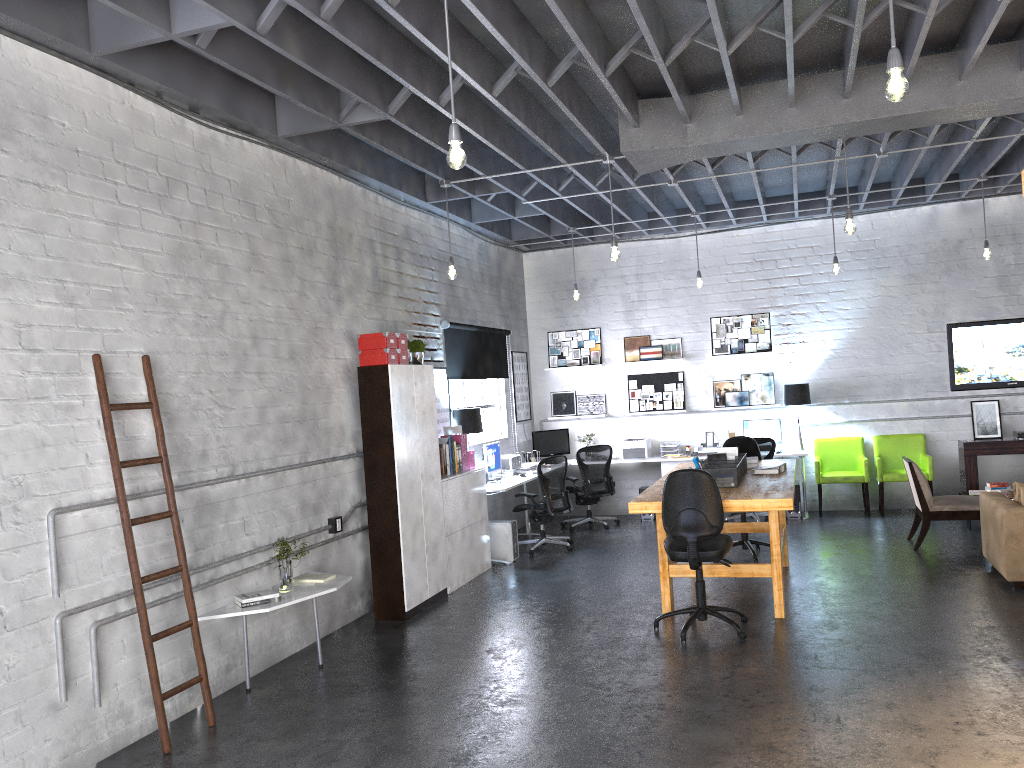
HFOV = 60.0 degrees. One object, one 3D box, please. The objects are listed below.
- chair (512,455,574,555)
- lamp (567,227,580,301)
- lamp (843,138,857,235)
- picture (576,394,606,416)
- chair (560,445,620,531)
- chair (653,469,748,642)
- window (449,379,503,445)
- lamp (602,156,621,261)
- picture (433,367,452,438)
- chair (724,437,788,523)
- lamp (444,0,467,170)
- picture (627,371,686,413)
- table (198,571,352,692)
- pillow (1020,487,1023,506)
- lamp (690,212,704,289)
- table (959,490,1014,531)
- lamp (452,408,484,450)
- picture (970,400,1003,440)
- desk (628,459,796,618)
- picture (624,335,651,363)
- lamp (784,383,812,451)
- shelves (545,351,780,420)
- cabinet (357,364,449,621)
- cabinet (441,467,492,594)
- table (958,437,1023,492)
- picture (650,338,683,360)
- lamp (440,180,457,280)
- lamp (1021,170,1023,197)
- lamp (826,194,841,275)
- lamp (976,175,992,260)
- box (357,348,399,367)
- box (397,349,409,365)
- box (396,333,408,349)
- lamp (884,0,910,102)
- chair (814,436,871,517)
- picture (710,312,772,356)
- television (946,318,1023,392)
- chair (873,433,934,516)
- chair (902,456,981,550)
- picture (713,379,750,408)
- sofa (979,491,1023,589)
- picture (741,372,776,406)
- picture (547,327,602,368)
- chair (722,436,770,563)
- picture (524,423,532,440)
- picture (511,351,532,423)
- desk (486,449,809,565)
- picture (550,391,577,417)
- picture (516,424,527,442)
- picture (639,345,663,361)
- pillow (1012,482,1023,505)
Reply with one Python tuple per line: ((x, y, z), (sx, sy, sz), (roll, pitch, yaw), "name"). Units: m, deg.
((0.308, 1.313, 9.804), (0.753, 1.031, 0.731), (-4, 0, 22), "chair")
((0.749, -1.440, 10.681), (0.104, 0.878, 0.104), (-4, 1, 18), "lamp")
((2.599, -1.594, 6.882), (0.104, 0.878, 0.104), (-4, 1, 18), "lamp")
((1.073, 0.280, 12.022), (0.410, 0.277, 0.036), (-4, 1, 18), "picture")
((0.927, 1.280, 11.134), (0.753, 1.031, 0.731), (-4, 0, 42), "chair")
((1.286, 1.153, 6.257), (0.659, 1.165, 0.686), (-4, 0, 16), "chair")
((-0.456, 0.076, 10.348), (0.030, 1.220, 1.821), (-4, 0, 18), "window")
((0.841, -1.470, 7.463), (0.104, 0.878, 0.104), (-4, 1, 18), "lamp")
((-0.755, 0.215, 9.111), (0.020, 0.780, 0.606), (-4, 0, 18), "picture")
((2.840, 1.146, 10.664), (0.731, 1.031, 0.753), (-4, 0, -13), "chair")
((-0.280, -1.419, 4.046), (0.104, 0.878, 0.104), (-3, 1, 36), "lamp")
((1.909, 0.108, 11.736), (0.749, 0.503, 0.058), (-4, 1, 18), "picture")
((-1.453, 1.654, 5.909), (0.517, 0.532, 1.335), (-4, 0, 18), "table")
((4.302, 0.966, 6.840), (0.704, 0.402, 0.291), (-4, 0, 18), "pillow")
((2.137, -1.538, 10.222), (0.104, 0.878, 0.104), (-4, 1, 18), "lamp")
((5.291, 1.337, 9.437), (0.873, 0.300, 0.872), (-4, 0, 22), "table")
((-0.453, 0.673, 9.280), (0.333, 0.832, 0.333), (-4, 0, -20), "lamp")
((5.621, 0.422, 10.504), (0.308, 0.457, 0.092), (-4, 1, 18), "picture")
((1.822, 1.245, 7.456), (1.115, 0.926, 2.831), (-4, 0, 18), "desk")
((1.670, -0.465, 11.805), (0.355, 0.343, 0.042), (-4, 1, 18), "picture")
((3.552, 0.413, 10.995), (0.333, 0.832, 0.333), (-4, 0, -20), "lamp")
((1.928, 0.036, 11.654), (3.025, 0.694, 0.199), (-4, 0, 18), "shelves")
((-0.902, 0.869, 7.506), (0.291, 2.047, 0.872), (-4, 0, 18), "cabinet")
((-0.637, 1.372, 8.526), (0.466, 1.021, 1.151), (-4, 0, 18), "cabinet")
((5.988, 1.035, 10.246), (1.410, 0.820, 0.403), (-4, 0, 18), "table")
((2.036, -0.457, 11.682), (0.410, 0.277, 0.036), (-4, 1, 18), "picture")
((-0.564, -1.371, 7.927), (0.104, 0.878, 0.104), (-4, 1, 18), "lamp")
((2.854, -1.475, 2.875), (2.130, 1.841, 0.366), (-4, 0, 18), "lamp")
((3.542, -1.637, 9.758), (0.104, 0.878, 0.104), (-4, 1, 18), "lamp")
((4.953, -1.736, 9.292), (0.104, 0.878, 0.104), (-4, 1, -28), "lamp")
((-1.081, -0.213, 7.187), (0.270, 0.131, 0.206), (-4, 0, 18), "box")
((-1.016, -0.216, 7.385), (0.270, 0.131, 0.206), (-4, 0, 18), "box")
((-1.026, -0.346, 7.384), (0.268, 0.133, 0.206), (-4, 0, 18), "box")
((1.477, -1.543, 3.466), (0.104, 0.878, 0.104), (-3, 1, 36), "lamp")
((4.025, 1.123, 10.832), (0.611, 0.920, 0.516), (-4, 0, 18), "chair")
((2.935, -0.635, 11.376), (0.749, 0.503, 0.058), (-4, 1, 18), "picture")
((5.856, -0.359, 10.418), (1.324, 0.816, 0.021), (-4, 1, 18), "television")
((4.683, 1.076, 10.614), (0.611, 0.920, 0.516), (-4, 0, 18), "chair")
((4.221, 1.132, 8.581), (0.725, 0.842, 0.574), (-4, 0, 18), "chair")
((2.826, 0.122, 11.432), (0.452, 0.345, 0.054), (-4, 1, 18), "picture")
((5.010, 1.173, 6.870), (2.331, 0.628, 1.104), (-4, 0, 18), "sofa")
((3.145, 0.068, 11.335), (0.410, 0.408, 0.047), (-4, 1, 18), "picture")
((0.851, -0.488, 12.064), (0.749, 0.503, 0.058), (-4, 1, 18), "picture")
((2.266, 1.104, 8.634), (0.659, 1.165, 0.686), (-4, 0, 16), "chair")
((0.234, 0.642, 12.004), (0.036, 0.221, 0.289), (-4, 0, 18), "picture")
((0.128, 0.033, 11.829), (0.020, 0.935, 0.658), (-4, 0, 18), "picture")
((1.549, 1.354, 10.189), (3.576, 0.785, 3.297), (-4, 0, 18), "desk")
((0.707, 0.273, 12.145), (0.355, 0.343, 0.042), (-4, 1, 18), "picture")
((0.125, 0.647, 11.673), (0.036, 0.221, 0.289), (-4, 0, 18), "picture")
((1.839, -0.403, 11.732), (0.311, 0.196, 0.029), (-4, 0, 18), "picture")
((4.236, 0.971, 7.084), (0.523, 0.403, 0.319), (-4, 0, 38), "pillow")
